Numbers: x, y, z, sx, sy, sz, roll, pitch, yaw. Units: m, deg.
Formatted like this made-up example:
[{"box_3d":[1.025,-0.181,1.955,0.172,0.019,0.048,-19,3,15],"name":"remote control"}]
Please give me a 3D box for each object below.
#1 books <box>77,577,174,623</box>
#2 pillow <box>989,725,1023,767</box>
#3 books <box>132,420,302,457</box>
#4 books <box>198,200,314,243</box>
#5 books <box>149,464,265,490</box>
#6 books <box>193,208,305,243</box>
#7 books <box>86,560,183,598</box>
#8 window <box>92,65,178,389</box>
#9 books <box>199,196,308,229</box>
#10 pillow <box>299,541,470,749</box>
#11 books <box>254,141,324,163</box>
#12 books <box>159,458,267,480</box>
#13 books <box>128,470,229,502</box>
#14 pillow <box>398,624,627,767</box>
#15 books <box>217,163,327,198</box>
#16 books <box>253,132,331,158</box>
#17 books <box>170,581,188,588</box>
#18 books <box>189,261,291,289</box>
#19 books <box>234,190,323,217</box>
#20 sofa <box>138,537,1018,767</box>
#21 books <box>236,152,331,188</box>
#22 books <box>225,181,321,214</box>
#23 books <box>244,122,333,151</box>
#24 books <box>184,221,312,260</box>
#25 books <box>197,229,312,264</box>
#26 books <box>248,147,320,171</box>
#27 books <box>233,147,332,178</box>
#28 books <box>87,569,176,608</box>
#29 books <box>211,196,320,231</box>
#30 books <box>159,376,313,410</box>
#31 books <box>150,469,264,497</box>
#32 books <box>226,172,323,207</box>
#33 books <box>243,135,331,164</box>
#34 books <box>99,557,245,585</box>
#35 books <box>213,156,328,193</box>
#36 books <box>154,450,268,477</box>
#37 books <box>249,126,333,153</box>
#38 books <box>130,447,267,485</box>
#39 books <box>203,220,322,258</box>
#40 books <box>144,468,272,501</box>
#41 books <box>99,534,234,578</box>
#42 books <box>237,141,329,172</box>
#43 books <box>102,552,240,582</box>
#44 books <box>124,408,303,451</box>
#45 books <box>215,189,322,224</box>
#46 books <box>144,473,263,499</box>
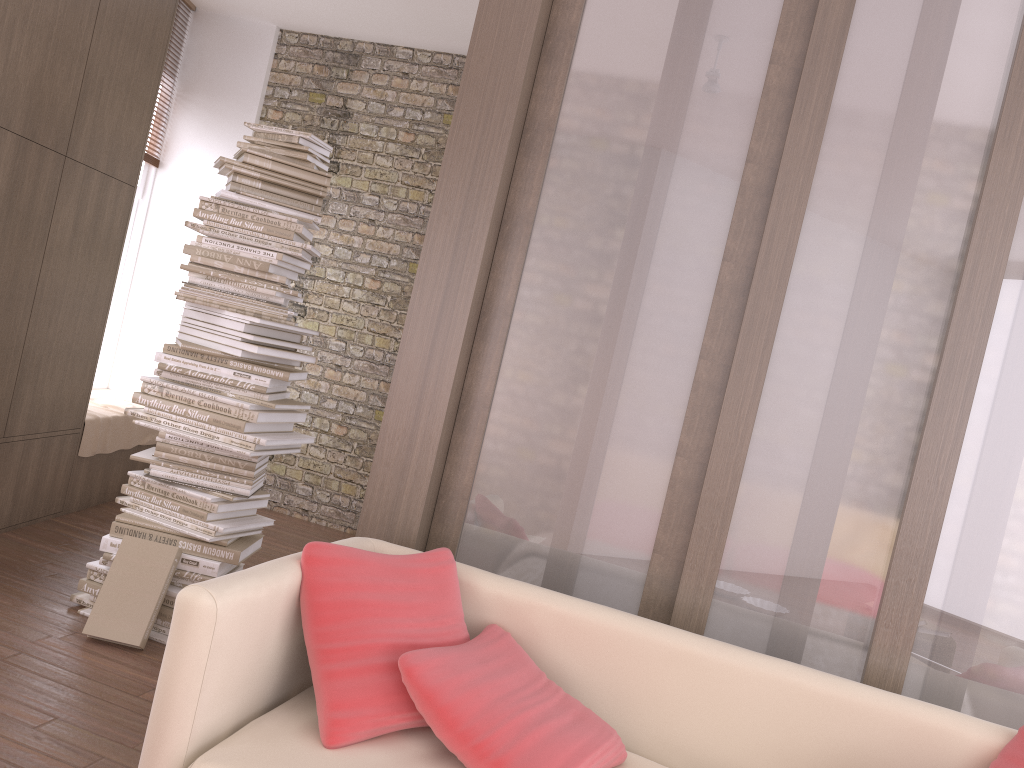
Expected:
[{"box_3d":[-1.425,0.863,3.650,0.522,0.046,0.410,14,1,15],"name":"books"},{"box_3d":[1.155,0.973,1.862,0.379,0.377,0.498,13,1,-25],"name":"pillow"},{"box_3d":[-1.214,0.219,3.693,0.542,0.016,0.423,14,1,15],"name":"books"},{"box_3d":[-1.062,-0.679,3.724,0.416,0.035,0.323,13,1,-5],"name":"books"},{"box_3d":[-1.258,0.367,3.696,0.405,0.018,0.300,13,1,-5],"name":"books"},{"box_3d":[-1.086,-0.647,3.703,0.401,0.035,0.315,13,1,-5],"name":"books"},{"box_3d":[-1.401,0.785,3.649,0.510,0.020,0.399,14,1,15],"name":"books"},{"box_3d":[-2.674,-1.061,5.465,0.160,2.229,1.407,13,1,2],"name":"window"},{"box_3d":[-1.069,-0.707,3.703,0.392,0.015,0.306,13,1,-5],"name":"books"},{"box_3d":[-0.289,0.628,2.204,0.498,0.377,0.379,12,2,-40],"name":"pillow"},{"box_3d":[-0.926,-0.963,3.716,0.258,0.010,0.183,13,1,0],"name":"books"},{"box_3d":[-1.242,0.338,3.709,0.385,0.008,0.274,13,1,-5],"name":"books"},{"box_3d":[-1.319,0.419,3.699,0.422,0.016,0.330,14,1,20],"name":"books"},{"box_3d":[0.008,0.785,2.118,0.467,0.224,0.507,14,1,27],"name":"pillow"},{"box_3d":[-1.003,-0.838,3.703,0.412,0.019,0.259,13,1,-25],"name":"books"},{"box_3d":[-0.921,-1.000,3.711,0.260,0.029,0.193,14,1,30],"name":"books"},{"box_3d":[-1.340,0.779,3.660,0.542,0.020,0.320,14,1,15],"name":"books"},{"box_3d":[-1.127,-0.453,3.711,0.395,0.009,0.233,13,1,-10],"name":"books"},{"box_3d":[-0.992,-0.744,3.706,0.351,0.010,0.284,13,1,-25],"name":"books"},{"box_3d":[0.371,1.029,1.947,2.204,0.751,0.919,14,1,15],"name":"sofa"},{"box_3d":[-0.961,-0.881,3.708,0.351,0.036,0.275,13,1,-25],"name":"books"},{"box_3d":[-1.010,-0.773,3.735,0.371,0.036,0.211,13,1,-25],"name":"books"},{"box_3d":[-0.931,-1.035,3.710,0.313,0.014,0.204,14,1,15],"name":"books"},{"box_3d":[-1.090,-0.596,3.711,0.470,0.022,0.306,13,1,-5],"name":"books"},{"box_3d":[-1.057,-0.569,3.690,0.416,0.012,0.324,13,1,-5],"name":"books"},{"box_3d":[-0.948,-0.925,3.710,0.272,0.023,0.201,13,1,-5],"name":"books"},{"box_3d":[-0.959,-0.908,3.699,0.366,0.012,0.287,13,1,-25],"name":"books"},{"box_3d":[-1.385,0.823,3.669,0.542,0.046,0.421,14,1,15],"name":"books"},{"box_3d":[-1.027,-0.713,3.726,0.416,0.015,0.245,13,1,-5],"name":"books"},{"box_3d":[-1.158,0.035,3.739,0.542,0.020,0.320,14,1,15],"name":"books"},{"box_3d":[-1.258,0.389,3.692,0.396,0.024,0.310,13,1,-5],"name":"books"},{"box_3d":[-1.001,-0.809,3.734,0.371,0.036,0.211,13,1,-25],"name":"books"},{"box_3d":[-0.939,-0.980,3.711,0.303,0.015,0.202,14,1,15],"name":"books"},{"box_3d":[-1.388,0.744,3.659,0.469,0.028,0.368,13,1,0],"name":"books"},{"box_3d":[-1.010,-0.862,3.703,0.435,0.019,0.248,13,1,-25],"name":"books"},{"box_3d":[-1.240,0.313,3.690,0.396,0.024,0.310,13,1,-5],"name":"books"},{"box_3d":[-0.919,-1.019,3.700,0.277,0.008,0.216,14,1,15],"name":"books"},{"box_3d":[-1.294,0.340,3.694,0.488,0.018,0.296,13,1,-5],"name":"books"},{"box_3d":[-1.035,-0.606,3.721,0.434,0.019,0.324,13,1,-5],"name":"books"},{"box_3d":[-1.267,0.414,3.703,0.448,0.016,0.264,14,1,20],"name":"books"},{"box_3d":[-1.377,0.673,3.644,0.469,0.057,0.364,13,1,0],"name":"books"},{"box_3d":[-0.958,-0.952,3.717,0.327,0.023,0.198,14,1,15],"name":"books"},{"box_3d":[-1.377,0.717,3.624,0.442,0.025,0.346,13,1,0],"name":"books"},{"box_3d":[-1.245,0.187,3.737,0.612,0.028,0.399,14,1,15],"name":"books"},{"box_3d":[-1.023,-0.732,3.704,0.404,0.026,0.266,13,1,-25],"name":"books"},{"box_3d":[-1.269,0.403,3.686,0.413,0.006,0.322,13,1,-5],"name":"books"}]
